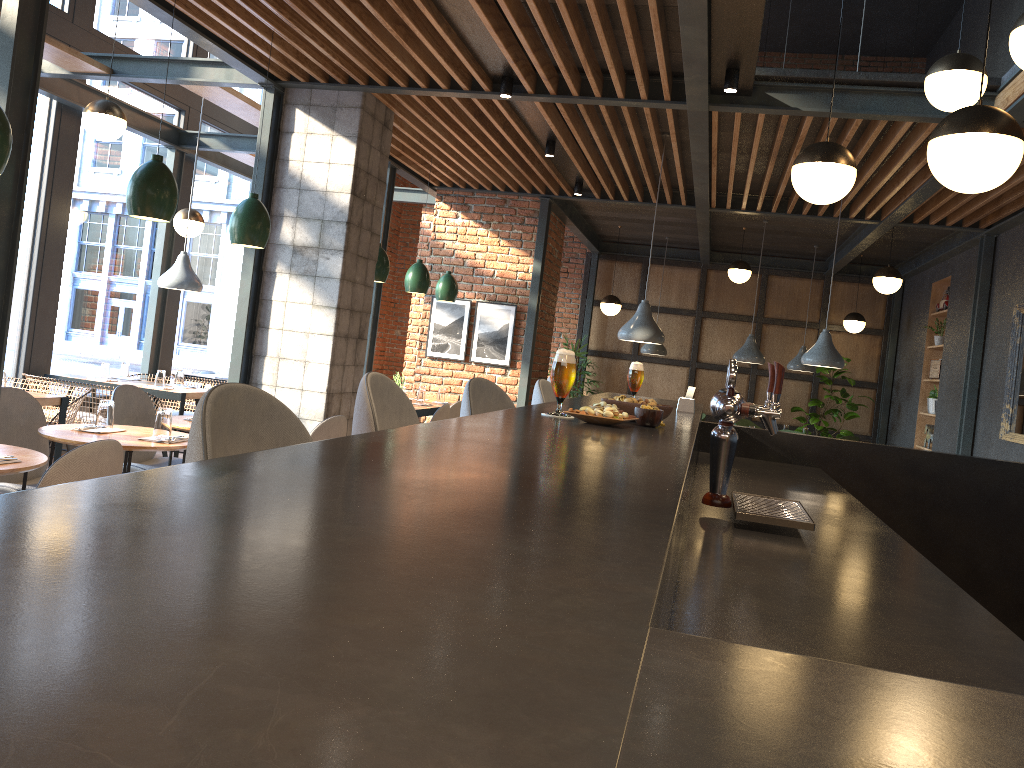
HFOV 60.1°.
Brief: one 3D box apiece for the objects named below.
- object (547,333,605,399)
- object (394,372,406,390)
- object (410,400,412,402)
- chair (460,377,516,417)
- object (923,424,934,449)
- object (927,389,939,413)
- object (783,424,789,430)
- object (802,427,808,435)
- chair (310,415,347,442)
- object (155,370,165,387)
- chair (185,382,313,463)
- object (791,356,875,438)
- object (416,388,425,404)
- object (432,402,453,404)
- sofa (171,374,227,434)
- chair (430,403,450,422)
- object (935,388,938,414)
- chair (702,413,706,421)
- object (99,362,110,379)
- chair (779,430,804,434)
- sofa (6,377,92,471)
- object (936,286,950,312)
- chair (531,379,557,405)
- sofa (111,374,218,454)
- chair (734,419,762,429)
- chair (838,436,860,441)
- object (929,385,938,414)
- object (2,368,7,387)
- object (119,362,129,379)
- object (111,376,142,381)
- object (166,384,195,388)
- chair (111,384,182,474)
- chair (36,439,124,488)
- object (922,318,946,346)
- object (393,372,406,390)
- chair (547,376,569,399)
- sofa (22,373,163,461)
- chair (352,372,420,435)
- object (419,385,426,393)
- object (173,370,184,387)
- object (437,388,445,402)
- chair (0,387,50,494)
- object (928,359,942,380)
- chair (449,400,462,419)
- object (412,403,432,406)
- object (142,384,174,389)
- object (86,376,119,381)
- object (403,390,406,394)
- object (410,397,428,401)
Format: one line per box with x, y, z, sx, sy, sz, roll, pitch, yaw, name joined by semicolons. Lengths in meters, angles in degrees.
0.802;0.123;12.335;0.976;1.723;0.915;7;0;-22;object
-0.966;0.038;7.677;0.115;0.282;0.127;7;0;8;object
-1.000;0.151;7.746;0.251;0.046;0.254;6;2;-14;object
0.033;0.624;2.798;0.508;1.244;0.417;7;0;24;chair
4.701;0.591;9.893;0.151;0.258;0.521;7;2;12;object
4.812;0.195;10.072;0.172;0.295;0.190;7;0;-13;object
3.454;0.579;11.176;0.080;0.138;0.080;7;0;-10;object
3.620;0.608;10.941;0.080;0.138;0.080;7;0;20;object
-1.209;0.581;4.855;0.508;0.888;0.417;7;0;19;chair
-2.871;-0.044;7.236;0.080;0.138;0.080;7;0;15;object
-0.270;0.644;1.300;0.508;1.244;0.418;7;0;11;chair
4.154;0.511;11.596;1.059;1.795;0.720;7;0;23;object
-0.820;0.110;8.012;0.080;0.138;0.080;7;0;-14;object
-0.670;0.176;8.516;0.157;0.019;0.242;7;2;13;object
-2.891;0.315;8.767;1.093;0.733;0.470;7;0;13;sofa
-0.777;0.559;6.826;0.508;0.888;0.418;7;0;9;chair
4.682;0.168;9.638;0.144;0.350;0.143;7;0;30;object
2.277;0.767;11.965;0.514;0.819;0.639;7;0;-12;chair
-3.379;-0.109;7.353;0.080;0.138;0.080;7;0;-12;object
2.956;0.920;9.998;0.514;0.819;0.640;7;0;-27;chair
-3.482;0.342;6.130;1.093;0.733;0.470;7;0;13;sofa
4.885;-0.938;9.861;0.204;0.285;0.516;7;1;13;object
0.272;0.625;3.545;0.508;1.244;0.417;7;0;18;chair
-3.065;0.323;7.989;1.093;0.733;0.470;7;0;13;sofa
3.136;0.888;11.432;0.516;0.819;0.636;7;0;44;chair
3.818;0.997;10.662;0.637;0.819;0.516;6;0;-41;chair
4.731;0.175;9.872;0.214;0.329;0.232;7;0;18;object
-3.261;-0.032;5.643;0.080;0.138;0.080;7;0;-13;object
-3.351;-0.117;7.666;0.080;0.138;0.080;7;0;15;object
-3.334;-0.049;7.683;0.243;0.019;0.157;7;2;12;object
-2.815;0.017;7.563;0.243;0.019;0.157;7;2;15;object
-2.065;0.471;5.083;0.508;0.888;0.417;7;0;14;chair
-1.641;0.598;3.001;0.508;0.888;0.417;7;0;14;chair
4.827;-0.588;9.939;0.174;0.329;0.537;7;1;-8;object
-1.004;0.031;7.798;0.145;0.276;0.146;7;0;-7;object
0.352;0.604;4.376;0.508;1.244;0.417;7;0;13;chair
-3.312;0.334;6.888;1.093;0.733;0.470;7;0;13;sofa
-0.172;0.616;2.063;0.508;1.244;0.418;7;0;9;chair
-0.875;0.082;8.589;0.080;0.138;0.080;7;0;34;object
-2.834;-0.051;7.547;0.080;0.138;0.080;7;0;-12;object
-0.680;0.107;8.543;0.080;0.138;0.080;7;0;-14;object
-2.246;0.482;4.184;0.508;0.888;0.417;7;0;14;chair
4.821;-0.156;9.893;0.199;0.241;0.340;7;1;8;object
-0.692;0.548;7.395;0.508;0.888;0.417;7;0;19;chair
-0.810;0.179;7.985;0.157;0.019;0.242;7;2;13;object
-2.895;0.020;7.215;0.243;0.019;0.157;7;2;12;object
-3.400;-0.044;7.332;0.243;0.019;0.157;7;2;15;object
-0.929;0.118;7.454;0.080;0.138;0.080;7;0;-24;object
-0.901;0.145;8.614;0.157;0.019;0.242;7;2;11;object
